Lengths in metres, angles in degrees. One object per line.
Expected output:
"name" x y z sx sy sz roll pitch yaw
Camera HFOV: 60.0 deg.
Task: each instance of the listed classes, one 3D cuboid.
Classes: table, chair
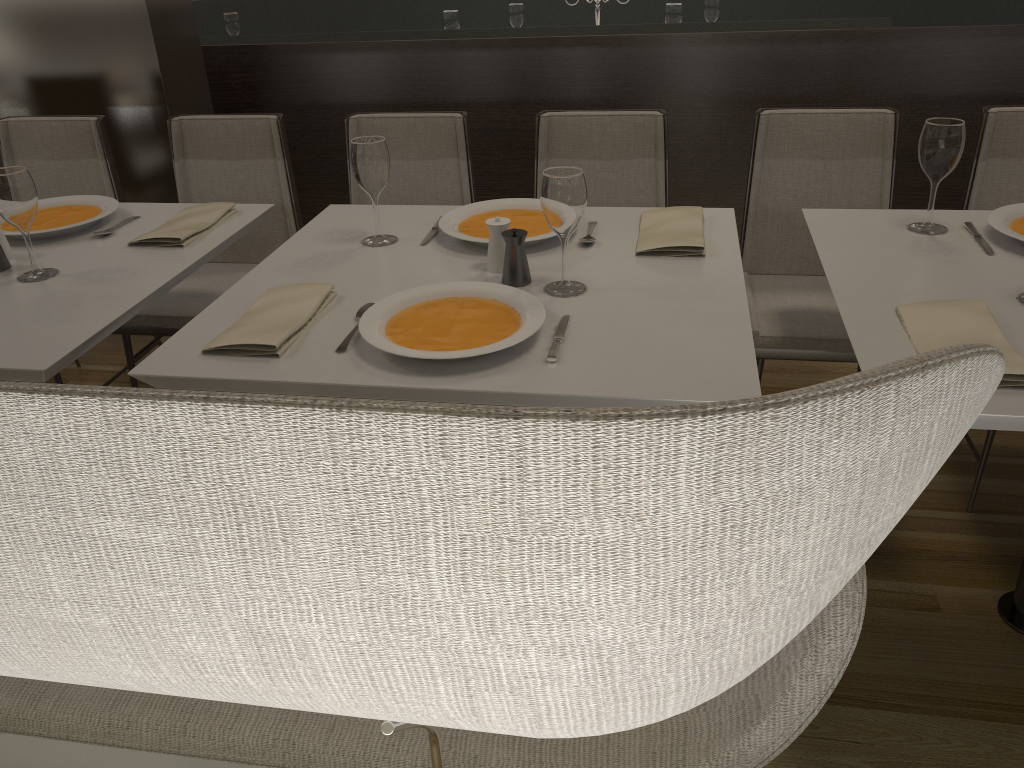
"table" 1.108 0.169 1.735 1.011 0.747 0.951 2 28 10
"table" -0.036 0.117 1.943 1.011 0.747 0.951 2 28 10
"chair" 1.367 -0.192 2.240 0.412 0.891 0.575 2 27 10
"chair" 0.227 -0.244 2.447 0.412 0.891 0.575 2 27 10
"chair" -0.324 -0.269 2.547 0.412 0.891 0.575 2 27 10
"chair" 0.812 -0.218 2.341 0.412 0.891 0.575 2 27 10
"chair" -1.461 -0.320 2.753 0.412 0.891 0.575 2 27 10
"table" -1.178 0.065 2.150 1.011 0.747 0.951 2 28 10
"chair" -0.879 -0.294 2.648 0.412 0.891 0.575 2 27 10

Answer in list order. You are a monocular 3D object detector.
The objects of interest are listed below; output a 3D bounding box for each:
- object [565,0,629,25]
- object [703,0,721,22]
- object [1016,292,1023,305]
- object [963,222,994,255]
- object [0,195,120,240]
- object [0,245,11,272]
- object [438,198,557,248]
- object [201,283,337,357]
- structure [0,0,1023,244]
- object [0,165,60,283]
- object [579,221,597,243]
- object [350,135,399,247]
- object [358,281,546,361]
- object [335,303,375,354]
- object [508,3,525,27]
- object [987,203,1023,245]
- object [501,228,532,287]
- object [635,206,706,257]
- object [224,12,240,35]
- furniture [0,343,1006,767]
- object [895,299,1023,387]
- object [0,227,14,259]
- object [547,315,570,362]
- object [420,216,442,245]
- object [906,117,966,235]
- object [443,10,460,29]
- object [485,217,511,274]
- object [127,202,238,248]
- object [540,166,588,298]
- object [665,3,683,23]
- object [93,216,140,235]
"object" 0.423 -1.987 4.381 0.391 0.646 0.133 8 28 20
"object" 1.007 -1.831 4.482 0.087 0.227 0.087 -21 32 -32
"object" 0.922 -0.245 1.495 0.087 0.227 0.087 -21 32 -32
"object" 0.965 -0.302 1.828 0.017 0.010 0.188 2 28 10
"object" -1.147 -0.409 2.211 0.322 0.035 0.327 -8 28 -9
"object" -1.135 -0.301 1.923 0.059 0.107 0.060 -2 27 3
"object" -0.005 -0.357 2.003 0.321 0.035 0.327 -6 28 -5
"object" -0.434 -0.119 1.610 0.142 0.032 0.277 2 28 10
"structure" 2.029 -1.390 4.337 10.748 0.984 2.411 3 28 10
"object" -1.020 -0.333 1.847 0.087 0.227 0.087 -21 32 -32
"object" 0.175 -0.340 1.970 0.038 0.015 0.184 3 28 11
"object" -0.304 -0.424 1.950 0.086 0.227 0.088 5 28 16
"object" -0.102 -0.101 1.530 0.321 0.035 0.327 -6 28 -5
"object" -0.276 -0.100 1.562 0.038 0.015 0.184 3 28 11
"object" 0.026 -1.876 4.660 0.087 0.227 0.087 8 29 21
"object" 1.139 -0.305 1.796 0.324 0.035 0.324 -27 36 -37
"object" 0.007 -0.249 1.716 0.059 0.107 0.060 -2 27 3
"object" 0.349 -0.334 1.941 0.142 0.032 0.277 2 28 10
"object" -1.550 -1.947 4.946 0.087 0.227 0.087 -25 34 -37
"furniture" -1.731 0.258 1.486 4.476 1.079 0.720 3 27 10
"object" 0.710 -0.067 1.402 0.142 0.032 0.277 2 28 10
"object" -1.168 -0.336 1.993 0.059 0.107 0.060 -2 27 3
"object" 0.079 -0.082 1.498 0.017 0.010 0.188 2 28 10
"object" -0.179 -0.354 2.036 0.017 0.010 0.188 2 28 10
"object" 0.888 -0.434 1.856 0.087 0.227 0.087 -21 32 -32
"object" -0.302 -1.767 4.485 0.087 0.227 0.087 8 29 21
"object" -0.026 -0.284 1.786 0.059 0.107 0.060 -2 27 3
"object" -0.793 -0.386 2.148 0.142 0.032 0.277 2 28 10
"object" 0.097 -0.282 1.644 0.086 0.227 0.087 -18 30 -27
"object" 0.780 -1.718 4.289 0.086 0.227 0.087 2 27 10
"object" -0.967 -0.391 2.177 0.038 0.015 0.184 3 28 11
